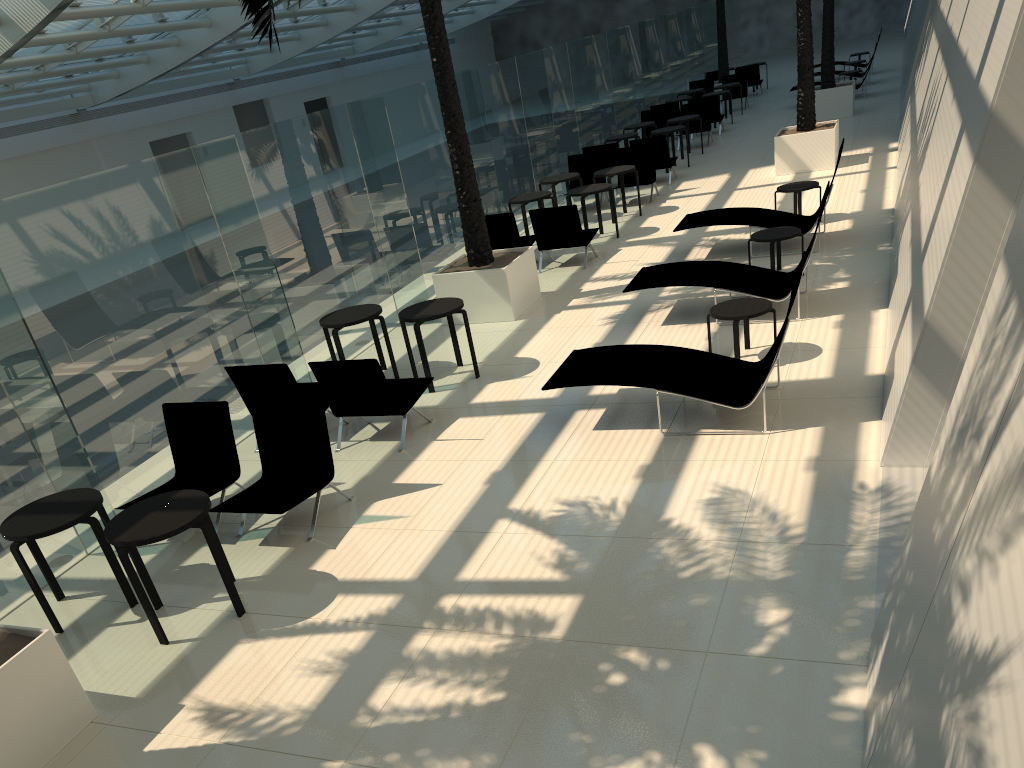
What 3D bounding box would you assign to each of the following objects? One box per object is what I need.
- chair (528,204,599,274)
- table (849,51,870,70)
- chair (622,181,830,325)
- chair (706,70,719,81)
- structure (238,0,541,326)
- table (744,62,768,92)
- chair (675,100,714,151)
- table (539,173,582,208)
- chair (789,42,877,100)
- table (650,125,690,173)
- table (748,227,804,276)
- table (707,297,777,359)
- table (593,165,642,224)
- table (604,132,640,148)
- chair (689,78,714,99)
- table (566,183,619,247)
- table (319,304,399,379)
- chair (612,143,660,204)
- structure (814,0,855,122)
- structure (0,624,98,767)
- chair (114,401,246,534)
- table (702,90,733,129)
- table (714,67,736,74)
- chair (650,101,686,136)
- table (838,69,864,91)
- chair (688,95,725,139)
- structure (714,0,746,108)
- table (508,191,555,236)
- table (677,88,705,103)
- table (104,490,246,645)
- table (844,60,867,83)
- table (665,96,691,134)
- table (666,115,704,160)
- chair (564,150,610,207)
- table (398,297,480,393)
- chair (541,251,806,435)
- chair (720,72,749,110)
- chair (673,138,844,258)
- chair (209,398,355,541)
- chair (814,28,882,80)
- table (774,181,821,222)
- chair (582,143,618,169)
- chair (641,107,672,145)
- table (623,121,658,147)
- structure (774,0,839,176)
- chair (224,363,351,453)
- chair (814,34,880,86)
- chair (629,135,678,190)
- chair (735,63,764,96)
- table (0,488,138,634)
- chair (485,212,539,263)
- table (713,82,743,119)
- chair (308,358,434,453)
[{"bbox_3d":[0.777,-2.176,12.489,0.715,0.949,0.827,1,28,23],"label":"chair"},{"bbox_3d":[10.837,-10.027,27.184,0.543,0.553,0.526,-21,26,-19],"label":"table"},{"bbox_3d":[2.252,-1.334,9.234,2.036,1.236,0.860,-1,27,23],"label":"chair"},{"bbox_3d":[6.456,-9.327,27.196,0.715,0.949,0.827,1,28,23],"label":"chair"},{"bbox_3d":[-0.939,-4.157,9.435,4.833,7.495,4.130,-2,27,17],"label":"structure"},{"bbox_3d":[7.746,-9.765,27.770,0.671,0.834,0.642,-19,26,-15],"label":"table"},{"bbox_3d":[4.139,-5.886,19.902,0.715,0.949,0.827,1,28,23],"label":"chair"},{"bbox_3d":[0.870,-3.145,14.998,0.667,0.834,0.645,-21,27,-19],"label":"table"},{"bbox_3d":[8.193,-7.862,22.269,2.036,1.236,0.860,-1,27,23],"label":"chair"},{"bbox_3d":[3.233,-4.805,17.868,0.663,0.834,0.649,-23,28,-23],"label":"table"},{"bbox_3d":[3.074,-1.495,10.150,0.543,0.553,0.526,-21,26,-19],"label":"table"},{"bbox_3d":[2.134,-0.463,8.089,0.543,0.553,0.526,-21,26,-19],"label":"table"},{"bbox_3d":[1.761,-3.179,14.617,0.667,0.834,0.645,-21,27,-19],"label":"table"},{"bbox_3d":[2.341,-4.771,18.248,0.663,0.834,0.649,-23,28,-23],"label":"table"},{"bbox_3d":[5.335,-8.109,24.772,0.715,0.949,0.827,1,28,23],"label":"chair"},{"bbox_3d":[1.246,-2.621,13.508,0.663,0.834,0.649,-23,28,-23],"label":"table"},{"bbox_3d":[-1.653,-0.381,9.483,0.663,0.834,0.649,-23,28,-23],"label":"table"},{"bbox_3d":[2.140,-3.689,15.516,0.715,0.949,0.827,1,28,23],"label":"chair"},{"bbox_3d":[6.733,-9.406,18.680,4.654,7.296,3.974,-9,26,4],"label":"structure"},{"bbox_3d":[-3.849,-0.985,3.113,4.468,7.494,4.467,-9,26,4],"label":"structure"},{"bbox_3d":[-2.712,0.734,7.117,0.715,0.949,0.827,1,28,23],"label":"chair"},{"bbox_3d":[5.232,-7.002,22.254,0.663,0.834,0.649,-23,28,-23],"label":"table"},{"bbox_3d":[6.855,-9.731,28.151,0.671,0.834,0.642,-19,26,-15],"label":"table"},{"bbox_3d":[3.901,-6.520,21.591,0.715,0.949,0.827,1,28,23],"label":"chair"},{"bbox_3d":[9.014,-8.024,23.185,0.543,0.553,0.526,-21,26,-19],"label":"table"},{"bbox_3d":[4.758,-6.552,21.225,0.715,0.949,0.827,1,28,23],"label":"chair"},{"bbox_3d":[5.839,-11.610,24.319,4.729,7.494,4.226,12,34,39],"label":"structure"},{"bbox_3d":[0.355,-2.588,13.889,0.663,0.834,0.649,-23,28,-23],"label":"table"},{"bbox_3d":[4.922,-7.598,23.888,0.667,0.834,0.645,-21,27,-19],"label":"table"},{"bbox_3d":[-2.233,1.211,5.852,0.671,0.834,0.642,-19,26,-15],"label":"table"},{"bbox_3d":[9.926,-9.025,25.185,0.543,0.553,0.526,-21,26,-19],"label":"table"},{"bbox_3d":[4.341,-6.968,22.635,0.663,0.834,0.649,-23,28,-23],"label":"table"},{"bbox_3d":[3.760,-5.376,19.004,0.667,0.834,0.645,-21,27,-19],"label":"table"},{"bbox_3d":[1.283,-3.656,15.882,0.715,0.949,0.827,1,28,23],"label":"chair"},{"bbox_3d":[-0.762,-0.415,9.103,0.663,0.834,0.649,-23,28,-23],"label":"table"},{"bbox_3d":[1.313,-0.301,7.172,2.036,1.236,0.860,-1,27,23],"label":"chair"},{"bbox_3d":[6.192,-8.141,24.406,0.715,0.949,0.827,1,28,23],"label":"chair"},{"bbox_3d":[3.164,-2.335,11.234,2.036,1.236,0.860,-1,27,23],"label":"chair"},{"bbox_3d":[-1.855,0.701,6.751,0.715,0.949,0.827,1,28,23],"label":"chair"},{"bbox_3d":[10.016,-9.865,26.268,2.036,1.236,0.860,-1,27,23],"label":"chair"},{"bbox_3d":[3.985,-2.497,12.150,0.540,0.553,0.529,-23,27,-23],"label":"table"},{"bbox_3d":[1.898,-4.318,17.195,0.715,0.949,0.827,1,28,23],"label":"chair"},{"bbox_3d":[3.282,-5.853,20.268,0.715,0.949,0.827,1,28,23],"label":"chair"},{"bbox_3d":[2.869,-5.342,19.384,0.667,0.834,0.645,-21,27,-19],"label":"table"},{"bbox_3d":[4.790,-7.105,13.919,4.496,7.361,4.120,-26,30,-27],"label":"structure"},{"bbox_3d":[-2.097,0.072,8.431,0.715,0.949,0.827,1,28,23],"label":"chair"},{"bbox_3d":[9.104,-8.863,24.268,2.036,1.236,0.860,-1,27,23],"label":"chair"},{"bbox_3d":[2.755,-4.350,16.829,0.715,0.949,0.827,1,28,23],"label":"chair"},{"bbox_3d":[7.313,-9.359,26.830,0.715,0.949,0.827,1,28,23],"label":"chair"},{"bbox_3d":[-3.125,1.244,6.233,0.671,0.834,0.642,-19,26,-15],"label":"table"},{"bbox_3d":[-0.080,-2.144,12.855,0.715,0.949,0.827,1,28,23],"label":"chair"},{"bbox_3d":[5.813,-7.632,23.508,0.667,0.834,0.645,-21,27,-19],"label":"table"},{"bbox_3d":[-1.240,0.040,8.065,0.715,0.949,0.827,1,28,23],"label":"chair"}]
